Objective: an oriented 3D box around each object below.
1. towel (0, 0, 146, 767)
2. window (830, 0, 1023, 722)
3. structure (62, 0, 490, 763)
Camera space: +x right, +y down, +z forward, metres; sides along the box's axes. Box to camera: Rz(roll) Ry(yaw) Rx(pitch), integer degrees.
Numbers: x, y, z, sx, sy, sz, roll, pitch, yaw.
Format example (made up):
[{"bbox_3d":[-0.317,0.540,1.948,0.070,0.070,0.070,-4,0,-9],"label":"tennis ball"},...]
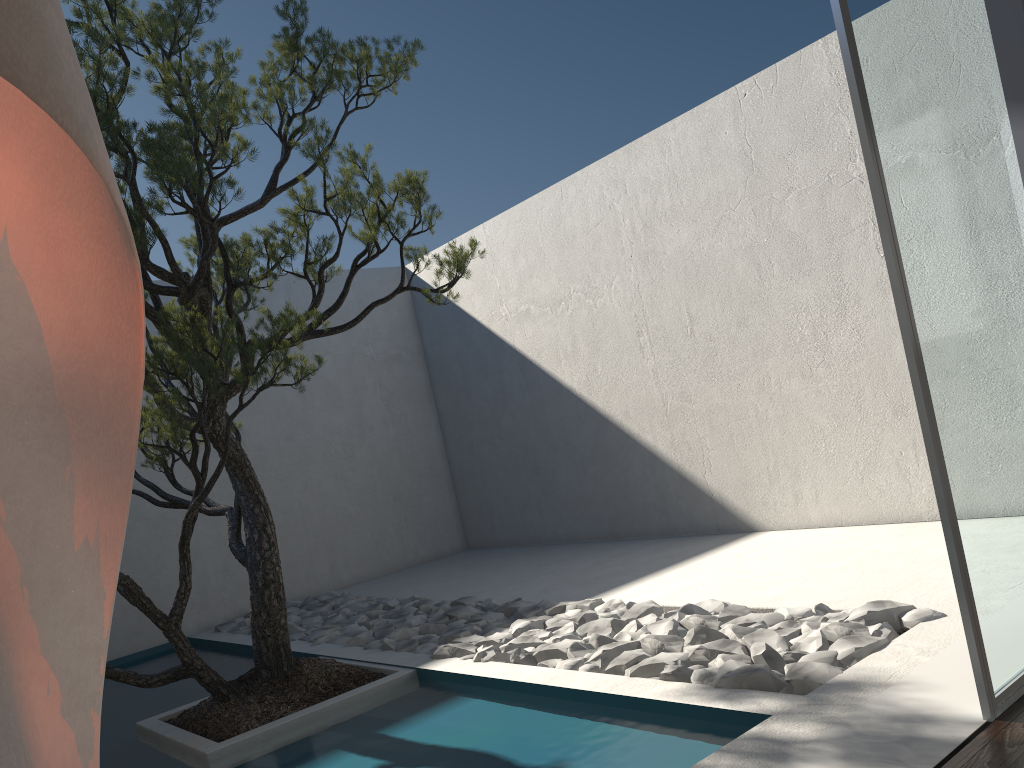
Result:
[{"bbox_3d":[-0.229,-0.266,0.199,0.180,1.542,0.403,-13,1,-32],"label":"towel"},{"bbox_3d":[1.602,-0.734,2.810,1.871,3.003,0.022,-12,0,-39],"label":"window"},{"bbox_3d":[-1.543,0.034,3.824,2.540,3.470,2.567,-13,-1,44],"label":"structure"}]
